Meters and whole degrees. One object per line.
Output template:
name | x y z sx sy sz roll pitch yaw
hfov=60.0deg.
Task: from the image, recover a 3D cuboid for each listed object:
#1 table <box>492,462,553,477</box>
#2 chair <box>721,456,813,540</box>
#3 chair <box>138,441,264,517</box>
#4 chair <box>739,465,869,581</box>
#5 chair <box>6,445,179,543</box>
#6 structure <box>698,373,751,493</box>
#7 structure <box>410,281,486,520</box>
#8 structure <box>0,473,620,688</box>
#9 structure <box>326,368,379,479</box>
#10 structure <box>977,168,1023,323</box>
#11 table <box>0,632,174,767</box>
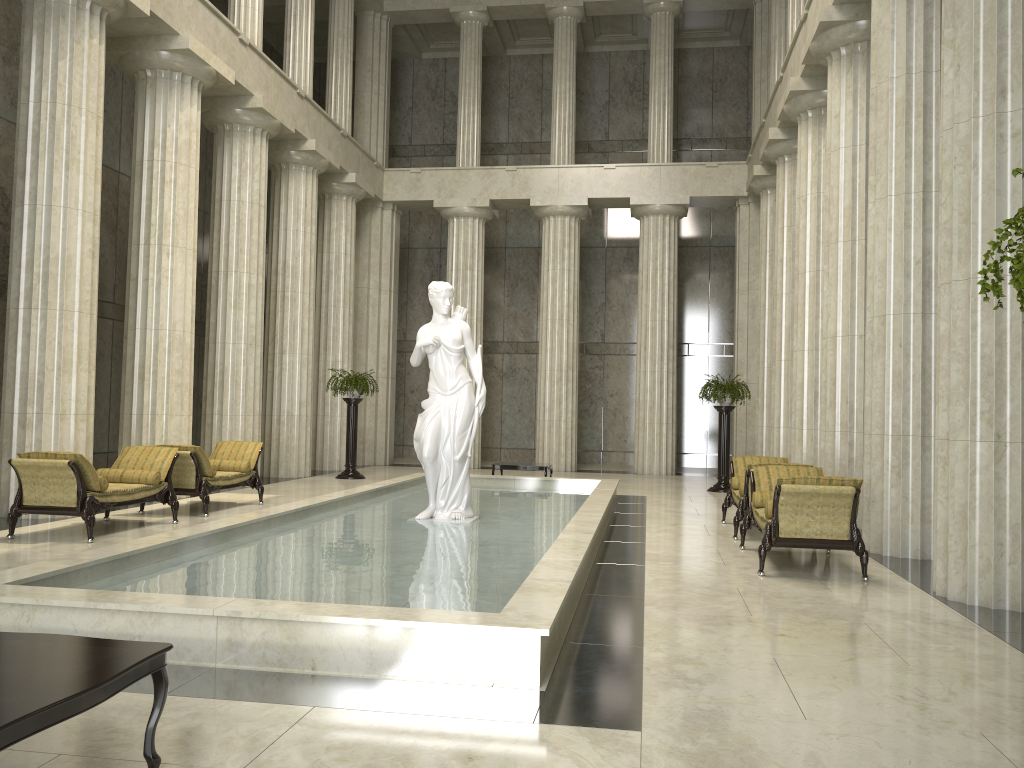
table | 0.213 1.807 17.295 1.134 0.494 1.123 1 -2 7
chair | 3.294 1.447 11.490 0.993 0.950 2.172 1 -2 9
chair | -4.372 1.309 12.673 0.993 0.950 2.172 1 -2 9
chair | 2.919 1.353 9.053 0.993 0.950 2.172 1 -2 9
chair | -4.746 1.215 10.236 0.993 0.950 2.172 1 -2 9
structure | 4.293 0.979 17.952 1.053 2.386 1.159 1 -2 14
structure | -0.783 0.275 10.665 0.940 3.044 0.729 1 -2 3
structure | -0.788 1.728 10.636 3.754 0.508 11.573 1 -2 9
structure | -3.449 0.840 19.153 1.159 2.386 1.053 1 -2 4
structure | 1.941 0.381 2.509 1.159 2.386 1.053 0 -3 39
table | -1.967 1.257 3.103 1.134 0.494 1.123 1 -2 7
